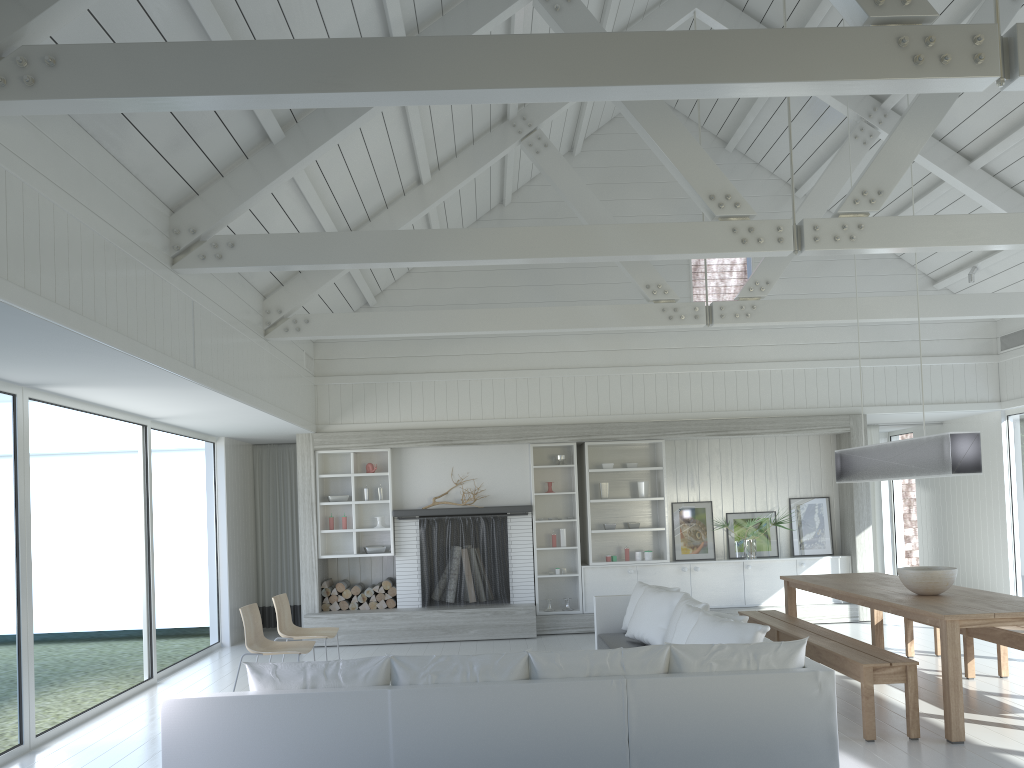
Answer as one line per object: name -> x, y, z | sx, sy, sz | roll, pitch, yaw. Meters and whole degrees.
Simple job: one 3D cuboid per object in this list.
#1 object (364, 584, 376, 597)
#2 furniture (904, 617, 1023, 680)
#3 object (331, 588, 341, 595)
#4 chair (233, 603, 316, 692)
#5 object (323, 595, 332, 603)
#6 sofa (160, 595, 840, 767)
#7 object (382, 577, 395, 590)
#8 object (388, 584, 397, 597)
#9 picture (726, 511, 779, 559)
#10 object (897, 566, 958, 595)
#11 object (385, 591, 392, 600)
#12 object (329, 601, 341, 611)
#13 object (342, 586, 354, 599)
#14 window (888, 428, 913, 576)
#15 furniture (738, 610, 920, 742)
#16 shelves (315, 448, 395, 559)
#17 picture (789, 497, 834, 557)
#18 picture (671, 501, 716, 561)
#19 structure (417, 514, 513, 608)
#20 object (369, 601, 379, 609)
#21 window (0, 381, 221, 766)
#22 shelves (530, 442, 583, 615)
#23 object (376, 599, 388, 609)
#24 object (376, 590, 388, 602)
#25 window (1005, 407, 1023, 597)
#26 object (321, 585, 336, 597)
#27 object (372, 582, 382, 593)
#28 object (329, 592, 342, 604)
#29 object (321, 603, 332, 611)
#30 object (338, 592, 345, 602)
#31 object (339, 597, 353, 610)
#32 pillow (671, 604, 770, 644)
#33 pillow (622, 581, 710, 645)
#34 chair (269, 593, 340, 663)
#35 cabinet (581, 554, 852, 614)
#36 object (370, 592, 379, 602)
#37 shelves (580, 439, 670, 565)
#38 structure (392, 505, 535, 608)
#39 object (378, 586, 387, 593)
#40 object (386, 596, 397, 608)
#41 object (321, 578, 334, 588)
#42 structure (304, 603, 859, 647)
object -> -1.672, 2.455, 10.475 | 0.109, 0.109, 0.498 | -2, -8, -3
furniture -> 3.754, 2.053, 6.678 | 0.340, 0.468, 2.700 | -2, -8, -2
object -> -2.072, 2.439, 10.452 | 0.080, 0.079, 0.481 | -2, -8, -3
chair -> -1.854, 2.114, 6.867 | 0.555, 0.777, 0.598 | -2, -4, -2
object -> -2.167, 2.537, 10.447 | 0.080, 0.079, 0.481 | -2, -8, -3
sofa -> -0.098, 2.037, 6.582 | 3.476, 0.734, 4.163 | -2, -8, -2
object -> -1.467, 2.372, 10.483 | 0.110, 0.110, 0.498 | -2, -8, -3
object -> -1.401, 2.449, 10.482 | 0.109, 0.109, 0.498 | -2, -8, -3
picture -> 2.897, 1.820, 10.622 | 0.609, 0.551, 0.054 | -2, -2, -2
object -> 2.949, 1.401, 6.256 | 0.389, 0.184, 0.392 | -1, -7, -10
object -> -1.446, 2.501, 10.472 | 0.080, 0.079, 0.481 | -2, -8, -3
object -> -2.064, 2.623, 10.476 | 0.134, 0.146, 0.552 | -2, -7, -2
object -> -1.929, 2.472, 10.468 | 0.109, 0.109, 0.498 | -2, -8, -3
window -> 5.834, 1.880, 13.029 | 0.038, 2.419, 0.950 | -2, -2, -2
furniture -> 2.257, 2.102, 6.638 | 0.340, 0.468, 2.700 | -2, -8, -2
shelves -> -1.819, 1.409, 10.413 | 0.865, 1.235, 0.551 | -2, -3, -2
picture -> 3.611, 1.720, 10.632 | 0.494, 0.701, 0.065 | -2, -2, -2
picture -> 2.182, 1.767, 10.594 | 0.494, 0.701, 0.065 | -2, -2, -2
structure -> -0.547, 2.047, 10.183 | 1.097, 1.060, 0.117 | -2, -2, -2
object -> -1.622, 2.613, 10.479 | 0.108, 0.105, 0.518 | -2, -8, -3
window -> -3.265, 1.221, 5.853 | 0.080, 2.407, 8.776 | -2, -7, -2
shelves -> 0.511, 1.730, 10.592 | 0.540, 1.993, 0.607 | -2, -2, -2
object -> -1.521, 2.605, 10.490 | 0.134, 0.146, 0.552 | -2, -7, -2
object -> -1.539, 2.514, 10.476 | 0.109, 0.109, 0.498 | -2, -8, -3
window -> 6.009, 0.764, 4.993 | 0.080, 2.407, 11.006 | -2, -8, -2
object -> -2.169, 2.450, 10.462 | 0.109, 0.109, 0.498 | -2, -8, -3
object -> -1.594, 2.412, 10.465 | 0.086, 0.091, 0.482 | -2, -8, -3
object -> -2.082, 2.531, 10.462 | 0.109, 0.109, 0.498 | -2, -8, -3
object -> -2.165, 2.631, 10.465 | 0.108, 0.105, 0.518 | -2, -8, -3
object -> -1.989, 2.519, 10.458 | 0.080, 0.079, 0.481 | -2, -8, -3
object -> -1.960, 2.602, 10.464 | 0.110, 0.110, 0.498 | -2, -8, -3
pillow -> 1.326, 1.773, 5.881 | 0.465, 0.475, 1.328 | -1, -7, -10
pillow -> 1.322, 2.003, 7.545 | 0.462, 0.475, 2.072 | -1, -8, -9
chair -> -1.818, 2.221, 7.649 | 0.555, 0.777, 0.598 | -2, -4, -2
cabinet -> 2.404, 2.386, 10.597 | 3.181, 0.549, 0.657 | -2, -5, -2
object -> -1.624, 2.519, 10.461 | 0.080, 0.079, 0.481 | -2, -8, -3
shelves -> 1.343, 1.426, 10.622 | 0.939, 1.438, 0.608 | -2, -3, -2
structure -> -0.556, 2.119, 10.537 | 1.616, 1.282, 0.864 | -2, -4, -2
object -> -1.530, 2.421, 10.466 | 0.080, 0.079, 0.481 | -2, -8, -3
object -> -1.418, 2.584, 10.478 | 0.110, 0.110, 0.498 | -2, -8, -3
object -> -2.189, 2.359, 10.451 | 0.080, 0.079, 0.481 | -2, -8, -3
structure -> 0.828, 2.784, 10.852 | 6.348, 0.345, 1.895 | -2, -8, -2
